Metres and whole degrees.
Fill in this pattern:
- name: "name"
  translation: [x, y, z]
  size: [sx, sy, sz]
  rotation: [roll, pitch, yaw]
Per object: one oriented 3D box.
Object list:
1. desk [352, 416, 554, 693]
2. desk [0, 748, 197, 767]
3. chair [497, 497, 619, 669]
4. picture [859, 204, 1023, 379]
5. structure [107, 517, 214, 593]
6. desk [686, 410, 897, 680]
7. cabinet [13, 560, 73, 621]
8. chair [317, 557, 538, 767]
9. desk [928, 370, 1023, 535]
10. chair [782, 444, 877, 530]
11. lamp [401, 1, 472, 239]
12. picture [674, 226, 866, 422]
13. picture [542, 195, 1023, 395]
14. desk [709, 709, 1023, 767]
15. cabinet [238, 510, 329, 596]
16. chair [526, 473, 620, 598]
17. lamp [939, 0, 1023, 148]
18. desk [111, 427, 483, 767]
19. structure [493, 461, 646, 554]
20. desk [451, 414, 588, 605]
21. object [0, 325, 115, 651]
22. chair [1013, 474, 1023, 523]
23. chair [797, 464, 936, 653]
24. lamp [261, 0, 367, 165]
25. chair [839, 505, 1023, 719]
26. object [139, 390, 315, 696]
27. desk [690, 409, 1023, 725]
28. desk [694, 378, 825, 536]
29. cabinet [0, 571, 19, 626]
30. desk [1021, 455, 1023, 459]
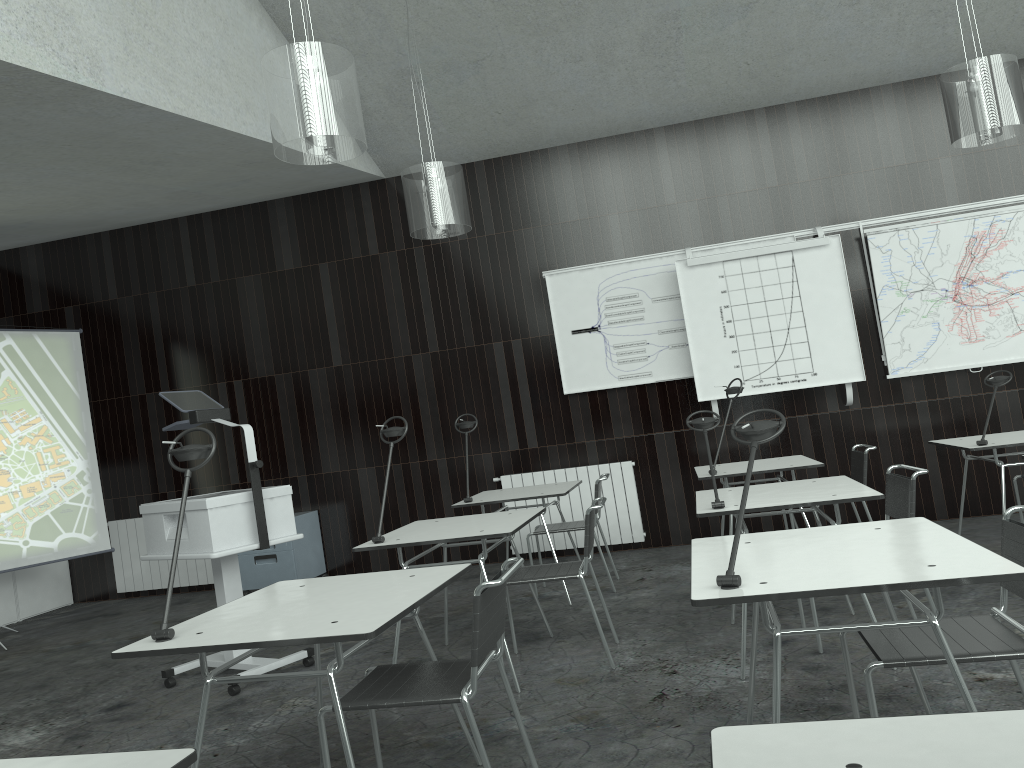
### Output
- name: "desk"
  translation: [-0.245, 0.793, 4.124]
  size: [0.700, 1.321, 0.900]
  rotation: [-9, -3, 11]
- name: "desk"
  translation: [-0.903, 0.725, 0.999]
  size: [0.700, 1.321, 0.900]
  rotation: [-9, -3, 11]
- name: "chair"
  translation: [0.201, 1.004, 4.029]
  size: [0.555, 0.765, 0.428]
  rotation: [-8, -3, 9]
- name: "picture"
  translation: [3.239, -0.758, 6.375]
  size: [1.211, 1.342, 0.163]
  rotation: [-9, -3, 11]
- name: "structure"
  translation: [-2.977, 1.599, 7.641]
  size: [1.129, 0.688, 0.079]
  rotation: [-9, -3, 11]
- name: "desk"
  translation: [1.165, 0.663, 3.815]
  size: [0.700, 1.153, 0.900]
  rotation: [-9, -3, 11]
- name: "cabinet"
  translation: [-4.316, 1.557, 7.619]
  size: [0.587, 1.285, 0.639]
  rotation: [-9, -3, 11]
- name: "chair"
  translation: [-0.211, 0.983, 2.486]
  size: [0.555, 0.765, 0.428]
  rotation: [-9, -3, 10]
- name: "desk"
  translation: [2.903, 0.484, 5.112]
  size: [0.700, 1.153, 0.900]
  rotation: [-9, -3, 11]
- name: "chair"
  translation: [1.939, 0.827, 5.363]
  size: [0.555, 0.765, 0.428]
  rotation: [-9, -3, 10]
- name: "lamp"
  translation: [-0.532, -1.847, 5.168]
  size: [0.359, 1.761, 0.350]
  rotation: [-9, -3, 11]
- name: "picture"
  translation: [1.902, -0.498, 6.602]
  size: [1.191, 1.508, 0.254]
  rotation: [-9, -3, 11]
- name: "picture"
  translation: [2.166, -0.729, 6.663]
  size: [3.818, 1.102, 0.050]
  rotation: [-9, -3, 11]
- name: "desk"
  translation: [0.534, 0.591, 0.673]
  size: [0.700, 1.153, 0.900]
  rotation: [-9, -3, 11]
- name: "cabinet"
  translation: [-1.856, 1.518, 7.156]
  size: [0.502, 0.648, 0.598]
  rotation: [-9, -3, 11]
- name: "chair"
  translation: [0.393, 1.058, 5.627]
  size: [0.555, 0.765, 0.428]
  rotation: [-9, -3, 9]
- name: "lamp"
  translation: [2.331, -2.280, 4.594]
  size: [0.359, 1.761, 0.350]
  rotation: [-9, -3, 11]
- name: "desk"
  translation: [-0.555, 0.756, 2.552]
  size: [0.700, 1.321, 0.900]
  rotation: [-9, -3, 12]
- name: "structure"
  translation: [0.446, 1.081, 6.955]
  size: [1.129, 0.688, 0.079]
  rotation: [-9, -3, 11]
- name: "desk"
  translation: [0.064, 0.829, 5.683]
  size: [0.700, 1.321, 0.900]
  rotation: [-9, -3, 11]
- name: "object"
  translation: [-3.866, 0.765, 6.264]
  size: [0.673, 2.602, 2.051]
  rotation: [-10, -4, 35]
- name: "chair"
  translation: [3.221, 0.630, 5.057]
  size: [0.555, 0.765, 0.428]
  rotation: [-9, -3, 14]
- name: "chair"
  translation: [1.498, 0.808, 3.786]
  size: [0.555, 0.765, 0.428]
  rotation: [-8, -3, 8]
- name: "lamp"
  translation: [-0.908, -2.154, 3.528]
  size: [0.359, 2.307, 0.350]
  rotation: [-9, -3, 11]
- name: "chair"
  translation: [1.161, 0.778, 2.269]
  size: [0.555, 0.765, 0.428]
  rotation: [-9, -3, 11]
- name: "object"
  translation: [-1.454, 0.821, 4.482]
  size: [0.680, 1.639, 0.559]
  rotation: [-10, -4, 35]
- name: "desk"
  translation: [0.843, 0.632, 2.324]
  size: [0.700, 1.153, 0.900]
  rotation: [-9, -3, 11]
- name: "desk"
  translation: [1.491, 0.615, 5.447]
  size: [0.700, 1.321, 0.900]
  rotation: [-9, -3, 10]
- name: "cabinet"
  translation: [-4.445, 1.543, 6.985]
  size: [0.587, 1.285, 0.639]
  rotation: [-9, -3, 11]
- name: "desk"
  translation: [2.600, 0.363, 3.578]
  size: [0.700, 1.321, 0.900]
  rotation: [-9, -3, 11]
